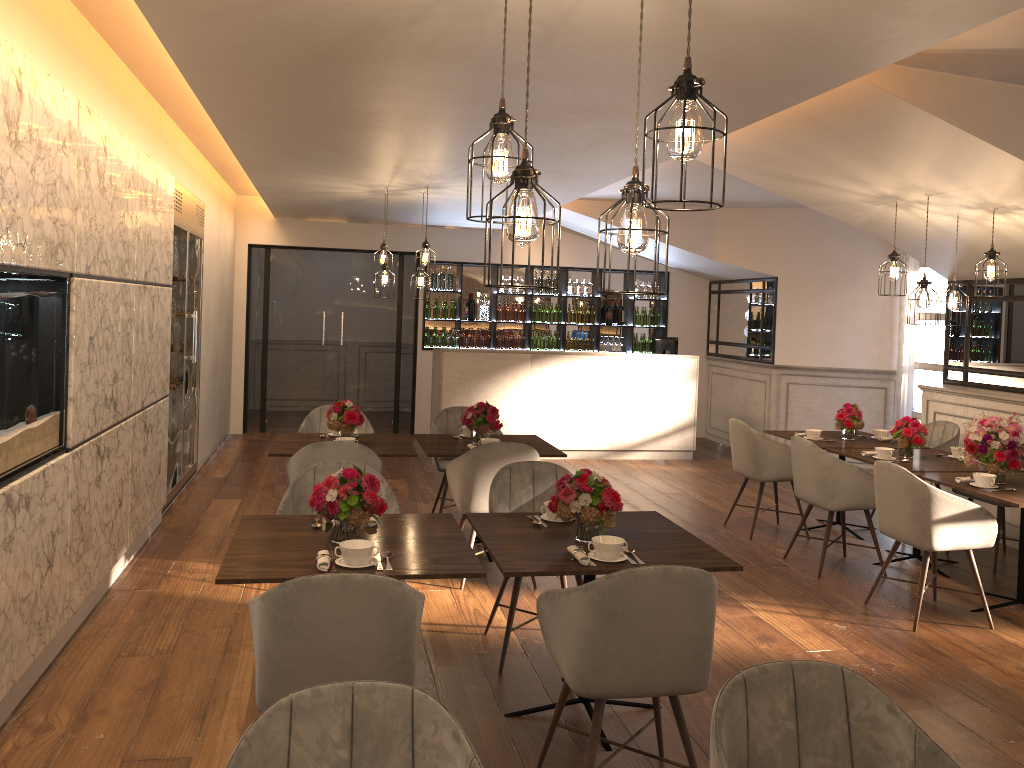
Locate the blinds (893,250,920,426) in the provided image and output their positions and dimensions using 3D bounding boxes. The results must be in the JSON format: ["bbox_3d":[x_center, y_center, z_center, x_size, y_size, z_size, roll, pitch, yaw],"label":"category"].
[{"bbox_3d":[4.400,-0.326,9.157,0.133,2.694,1.383,2,2,-12],"label":"blinds"}]

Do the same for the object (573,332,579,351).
[{"bbox_3d":[0.855,-0.567,11.785,0.065,0.261,0.066,1,2,-33],"label":"object"}]

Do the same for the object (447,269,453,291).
[{"bbox_3d":[-0.792,-1.353,11.391,0.075,0.309,0.075,3,2,35],"label":"object"}]

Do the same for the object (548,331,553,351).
[{"bbox_3d":[0.508,-0.574,11.714,0.065,0.261,0.066,1,2,-33],"label":"object"}]

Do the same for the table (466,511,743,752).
[{"bbox_3d":[0.309,0.983,3.611,0.896,0.720,0.899,1,3,-12],"label":"table"}]

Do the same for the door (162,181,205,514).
[{"bbox_3d":[-2.677,-0.341,7.295,0.134,2.465,1.862,2,3,-12],"label":"door"}]

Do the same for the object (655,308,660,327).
[{"bbox_3d":[1.978,-0.908,12.004,0.065,0.261,0.066,1,2,-33],"label":"object"}]

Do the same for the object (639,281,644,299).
[{"bbox_3d":[1.746,-1.266,11.914,0.070,0.235,0.041,2,2,-12],"label":"object"}]

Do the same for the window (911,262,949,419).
[{"bbox_3d":[6.112,0.430,2.706,0.494,2.384,14.566,2,5,-16],"label":"window"}]

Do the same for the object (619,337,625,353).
[{"bbox_3d":[1.481,-0.526,11.914,0.065,0.207,0.065,3,2,34],"label":"object"}]

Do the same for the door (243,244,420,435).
[{"bbox_3d":[-2.264,-0.539,11.193,2.105,2.331,0.274,1,1,-12],"label":"door"}]

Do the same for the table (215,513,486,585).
[{"bbox_3d":[-0.630,0.965,3.418,0.896,0.720,0.899,1,3,-12],"label":"table"}]

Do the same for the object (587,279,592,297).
[{"bbox_3d":[1.030,-1.280,11.767,0.070,0.235,0.041,2,2,-12],"label":"object"}]

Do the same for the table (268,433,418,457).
[{"bbox_3d":[-1.126,0.748,5.845,0.896,0.720,0.899,1,3,-12],"label":"table"}]

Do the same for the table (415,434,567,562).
[{"bbox_3d":[-0.186,0.766,6.037,0.896,0.720,0.899,1,3,-12],"label":"table"}]

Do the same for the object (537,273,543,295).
[{"bbox_3d":[0.371,-1.331,11.630,0.075,0.309,0.075,3,2,21],"label":"object"}]

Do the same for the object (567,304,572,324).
[{"bbox_3d":[0.760,-0.931,11.754,0.065,0.261,0.066,1,2,-33],"label":"object"}]

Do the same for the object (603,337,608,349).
[{"bbox_3d":[1.253,-0.531,11.868,0.065,0.207,0.065,3,2,34],"label":"object"}]

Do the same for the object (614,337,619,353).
[{"bbox_3d":[1.405,-0.528,11.899,0.065,0.207,0.065,3,2,34],"label":"object"}]

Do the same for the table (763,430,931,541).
[{"bbox_3d":[2.589,0.790,6.967,0.896,0.720,0.899,1,3,-12],"label":"table"}]

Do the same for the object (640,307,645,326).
[{"bbox_3d":[1.761,-0.912,11.960,0.065,0.261,0.066,1,2,-33],"label":"object"}]

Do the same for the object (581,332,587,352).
[{"bbox_3d":[0.963,-0.565,11.807,0.065,0.261,0.066,1,2,-33],"label":"object"}]

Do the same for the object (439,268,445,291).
[{"bbox_3d":[-0.894,-1.355,11.370,0.075,0.309,0.075,3,2,32],"label":"object"}]

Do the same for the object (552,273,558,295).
[{"bbox_3d":[0.575,-1.327,11.672,0.075,0.309,0.075,2,2,-1],"label":"object"}]

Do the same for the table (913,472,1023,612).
[{"bbox_3d":[2.965,0.954,5.128,0.896,0.720,0.899,1,3,-12],"label":"table"}]

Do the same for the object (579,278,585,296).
[{"bbox_3d":[0.931,-1.282,11.747,0.070,0.235,0.041,2,2,-12],"label":"object"}]

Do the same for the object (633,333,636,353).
[{"bbox_3d":[1.640,-0.553,11.946,0.065,0.263,0.066,1,2,-33],"label":"object"}]

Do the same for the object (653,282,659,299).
[{"bbox_3d":[1.943,-1.263,11.954,0.070,0.235,0.041,2,2,-12],"label":"object"}]

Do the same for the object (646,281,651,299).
[{"bbox_3d":[1.845,-1.264,11.934,0.070,0.235,0.041,2,2,-12],"label":"object"}]

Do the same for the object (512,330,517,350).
[{"bbox_3d":[0.035,-0.583,11.617,0.065,0.261,0.066,1,2,-33],"label":"object"}]

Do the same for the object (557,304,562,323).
[{"bbox_3d":[0.629,-0.934,11.727,0.065,0.263,0.066,1,2,-33],"label":"object"}]

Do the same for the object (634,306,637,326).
[{"bbox_3d":[1.653,-0.915,11.937,0.065,0.263,0.066,1,2,-33],"label":"object"}]

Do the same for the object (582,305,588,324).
[{"bbox_3d":[0.976,-0.927,11.799,0.065,0.261,0.066,1,2,-33],"label":"object"}]

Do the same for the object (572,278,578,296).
[{"bbox_3d":[0.833,-1.284,11.727,0.070,0.235,0.041,2,2,-12],"label":"object"}]

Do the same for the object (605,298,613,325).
[{"bbox_3d":[1.303,-0.967,11.841,0.104,0.359,0.104,3,2,40],"label":"object"}]

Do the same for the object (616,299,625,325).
[{"bbox_3d":[1.457,-0.965,11.870,0.104,0.358,0.104,3,2,16],"label":"object"}]

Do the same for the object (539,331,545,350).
[{"bbox_3d":[0.400,-0.576,11.692,0.065,0.261,0.066,1,2,-33],"label":"object"}]

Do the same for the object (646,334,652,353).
[{"bbox_3d":[1.856,-0.548,11.990,0.065,0.261,0.066,1,2,-33],"label":"object"}]

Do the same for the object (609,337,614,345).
[{"bbox_3d":[1.329,-0.529,11.883,0.065,0.207,0.065,3,2,34],"label":"object"}]

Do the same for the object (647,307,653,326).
[{"bbox_3d":[1.869,-0.910,11.982,0.065,0.261,0.066,1,2,-33],"label":"object"}]

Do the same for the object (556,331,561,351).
[{"bbox_3d":[0.616,-0.572,11.736,0.065,0.261,0.066,1,2,-33],"label":"object"}]

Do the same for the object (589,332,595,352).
[{"bbox_3d":[1.071,-0.563,11.829,0.065,0.261,0.066,1,2,-33],"label":"object"}]

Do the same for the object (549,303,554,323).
[{"bbox_3d":[0.521,-0.937,11.705,0.065,0.263,0.066,1,2,-33],"label":"object"}]

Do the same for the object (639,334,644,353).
[{"bbox_3d":[1.748,-0.550,11.968,0.065,0.261,0.066,1,2,-33],"label":"object"}]

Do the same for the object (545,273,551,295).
[{"bbox_3d":[0.473,-1.329,11.651,0.075,0.309,0.075,2,2,-1],"label":"object"}]

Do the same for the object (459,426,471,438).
[{"bbox_3d":[-0.301,0.341,6.321,0.148,0.072,0.148,3,4,11],"label":"object"}]

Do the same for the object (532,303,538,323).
[{"bbox_3d":[0.304,-0.940,11.661,0.065,0.261,0.066,1,2,-33],"label":"object"}]

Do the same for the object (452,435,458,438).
[{"bbox_3d":[-0.401,0.370,6.282,0.043,0.015,0.198,1,5,-8],"label":"object"}]

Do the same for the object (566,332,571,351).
[{"bbox_3d":[0.746,-0.569,11.763,0.065,0.261,0.066,1,2,-33],"label":"object"}]

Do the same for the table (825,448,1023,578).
[{"bbox_3d":[2.777,0.872,6.047,0.896,0.720,0.899,1,3,-12],"label":"table"}]

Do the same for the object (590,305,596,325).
[{"bbox_3d":[1.084,-0.925,11.821,0.065,0.261,0.066,1,2,-33],"label":"object"}]

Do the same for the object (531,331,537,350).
[{"bbox_3d":[0.291,-0.578,11.669,0.065,0.261,0.066,1,2,-33],"label":"object"}]

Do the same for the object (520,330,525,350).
[{"bbox_3d":[0.143,-0.581,11.639,0.065,0.261,0.066,1,2,-33],"label":"object"}]

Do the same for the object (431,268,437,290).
[{"bbox_3d":[-0.997,-1.357,11.349,0.075,0.309,0.075,2,2,14],"label":"object"}]

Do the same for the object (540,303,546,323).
[{"bbox_3d":[0.413,-0.939,11.683,0.065,0.263,0.066,1,2,-33],"label":"object"}]

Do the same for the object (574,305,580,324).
[{"bbox_3d":[0.868,-0.929,11.776,0.065,0.261,0.066,1,2,-33],"label":"object"}]
